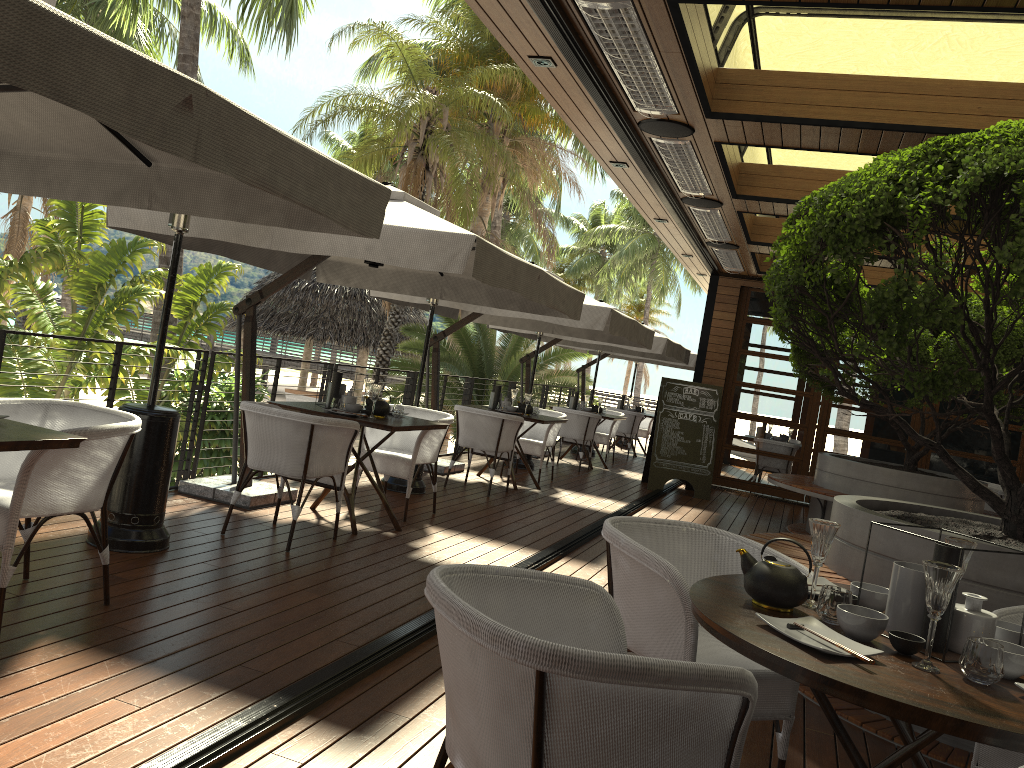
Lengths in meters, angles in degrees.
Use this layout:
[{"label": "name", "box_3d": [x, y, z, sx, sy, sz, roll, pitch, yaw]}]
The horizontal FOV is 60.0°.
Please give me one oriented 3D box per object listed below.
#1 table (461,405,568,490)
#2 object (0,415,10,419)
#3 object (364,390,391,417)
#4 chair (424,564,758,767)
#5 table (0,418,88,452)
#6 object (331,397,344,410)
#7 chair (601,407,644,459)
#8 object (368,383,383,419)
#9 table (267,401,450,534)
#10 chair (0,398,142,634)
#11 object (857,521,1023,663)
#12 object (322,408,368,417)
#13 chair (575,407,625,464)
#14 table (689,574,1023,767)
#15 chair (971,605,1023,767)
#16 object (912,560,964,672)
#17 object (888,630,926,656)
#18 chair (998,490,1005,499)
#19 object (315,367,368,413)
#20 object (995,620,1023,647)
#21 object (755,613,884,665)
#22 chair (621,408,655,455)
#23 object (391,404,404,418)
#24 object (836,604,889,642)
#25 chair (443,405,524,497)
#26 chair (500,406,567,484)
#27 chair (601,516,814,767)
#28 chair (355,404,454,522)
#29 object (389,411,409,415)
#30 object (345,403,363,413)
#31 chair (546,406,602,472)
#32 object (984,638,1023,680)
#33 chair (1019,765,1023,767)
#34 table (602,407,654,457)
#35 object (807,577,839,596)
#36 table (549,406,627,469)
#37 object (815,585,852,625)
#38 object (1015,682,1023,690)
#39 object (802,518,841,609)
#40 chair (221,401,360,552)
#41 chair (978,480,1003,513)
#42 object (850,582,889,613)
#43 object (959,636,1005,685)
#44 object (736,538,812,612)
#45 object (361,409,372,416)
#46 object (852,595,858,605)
[{"label": "table", "box_3d": [-0.028, 0.667, 9.282, 0.932, 0.749, 0.931, 10, 1, 18]}, {"label": "object", "box_3d": [-1.971, 0.100, 3.159, 0.295, 0.025, 0.170, 10, 1, 18]}, {"label": "object", "box_3d": [-0.902, 0.130, 6.020, 0.163, 0.179, 0.168, 10, 1, 20]}, {"label": "chair", "box_3d": [0.081, 0.845, 1.885, 0.616, 0.788, 0.628, 9, 1, -26]}, {"label": "table", "box_3d": [-2.139, 0.472, 2.845, 0.932, 0.749, 0.931, 10, 1, 18]}, {"label": "object", "box_3d": [-1.160, 0.138, 5.898, 0.086, 0.086, 0.086, 10, 1, 23]}, {"label": "chair", "box_3d": [1.845, 0.823, 14.967, 0.628, 0.788, 0.616, 10, 1, 19]}, {"label": "object", "box_3d": [-0.897, 0.110, 5.789, 0.082, 0.227, 0.082, 10, 0, 19]}, {"label": "table", "box_3d": [-1.082, 0.570, 6.067, 0.932, 0.749, 0.931, 10, 1, 18]}, {"label": "chair", "box_3d": [-1.888, 0.479, 3.507, 0.628, 0.788, 0.616, 10, 1, 19]}, {"label": "object", "box_3d": [1.056, 0.506, 2.177, 0.263, 0.264, 0.264, 9, 1, -26]}, {"label": "object", "box_3d": [-1.060, 0.190, 5.719, 0.295, 0.025, 0.170, 10, 1, 18]}, {"label": "chair", "box_3d": [1.308, 0.775, 13.249, 0.628, 0.788, 0.616, 10, 1, 19]}, {"label": "table", "box_3d": [0.959, 1.003, 2.172, 1.167, 0.749, 1.165, 10, 1, 24]}, {"label": "chair", "box_3d": [1.744, 1.105, 2.571, 0.616, 0.788, 0.628, 9, 1, -26]}, {"label": "object", "box_3d": [0.918, 0.504, 1.926, 0.082, 0.227, 0.082, 9, 0, -20]}, {"label": "object", "box_3d": [0.898, 0.596, 2.023, 0.080, 0.042, 0.080, 10, 1, 8]}, {"label": "chair", "box_3d": [5.349, 1.544, 9.194, 0.616, 0.788, 0.628, 9, 1, -41]}, {"label": "object", "box_3d": [-1.176, 0.040, 6.116, 0.263, 0.264, 0.264, 9, 1, -27]}, {"label": "object", "box_3d": [1.238, 0.636, 2.208, 0.116, 0.065, 0.116, 9, 1, -22]}, {"label": "object", "box_3d": [0.696, 0.572, 1.974, 0.170, 0.025, 0.295, 9, 1, -21]}, {"label": "chair", "box_3d": [2.367, 0.874, 16.479, 0.628, 0.788, 0.616, 10, 1, 19]}, {"label": "object", "box_3d": [-0.798, 0.190, 6.216, 0.086, 0.086, 0.086, 10, 1, 23]}, {"label": "object", "box_3d": [0.824, 0.570, 2.097, 0.116, 0.065, 0.116, 9, 1, -22]}, {"label": "chair", "box_3d": [-0.286, 0.626, 8.471, 0.628, 0.788, 0.616, 10, 1, 19]}, {"label": "chair", "box_3d": [0.239, 0.676, 9.993, 0.628, 0.788, 0.616, 10, 1, 19]}, {"label": "chair", "box_3d": [0.574, 0.901, 2.954, 0.627, 0.788, 0.617, 9, 1, -26]}, {"label": "chair", "box_3d": [-0.824, 0.578, 6.750, 0.628, 0.788, 0.616, 10, 1, 19]}, {"label": "object", "box_3d": [-0.908, 0.199, 6.400, 0.295, 0.025, 0.170, 10, 1, 18]}, {"label": "object", "box_3d": [-1.053, 0.167, 5.883, 0.116, 0.065, 0.116, 10, 1, 17]}, {"label": "chair", "box_3d": [0.801, 0.726, 11.782, 0.628, 0.788, 0.616, 10, 1, 19]}, {"label": "object", "box_3d": [1.099, 0.618, 1.979, 0.116, 0.065, 0.116, 9, 1, 1]}, {"label": "chair", "box_3d": [1.168, 1.037, 1.402, 0.627, 0.788, 0.617, 9, 1, -26]}, {"label": "table", "box_3d": [2.081, 0.863, 15.710, 0.932, 0.749, 0.931, 10, 1, 18]}, {"label": "object", "box_3d": [0.842, 0.583, 2.542, 0.294, 0.025, 0.170, 9, 1, -26]}, {"label": "table", "box_3d": [1.027, 0.765, 12.496, 0.932, 0.749, 0.931, 10, 1, 18]}, {"label": "object", "box_3d": [0.803, 0.553, 2.209, 0.087, 0.086, 0.086, 10, 1, 29]}, {"label": "object", "box_3d": [1.208, 0.660, 1.833, 0.294, 0.025, 0.170, 9, 1, -26]}, {"label": "object", "box_3d": [0.811, 0.476, 2.353, 0.082, 0.227, 0.082, 9, 1, -37]}, {"label": "chair", "box_3d": [-1.331, 0.529, 5.284, 0.628, 0.788, 0.616, 10, 1, 19]}, {"label": "chair", "box_3d": [5.552, 1.550, 10.356, 0.626, 0.788, 0.618, 9, 1, -41]}, {"label": "object", "box_3d": [0.980, 0.588, 2.419, 0.116, 0.065, 0.116, 9, 1, 1]}, {"label": "object", "box_3d": [1.005, 0.594, 1.895, 0.086, 0.086, 0.086, 10, 1, 20]}, {"label": "object", "box_3d": [0.687, 0.484, 2.293, 0.163, 0.179, 0.168, 9, 1, -23]}, {"label": "object", "box_3d": [-0.962, 0.194, 5.853, 0.080, 0.042, 0.080, 9, 1, -20]}, {"label": "object", "box_3d": [0.886, 0.585, 2.375, 0.080, 0.042, 0.080, 9, 1, -27]}]
